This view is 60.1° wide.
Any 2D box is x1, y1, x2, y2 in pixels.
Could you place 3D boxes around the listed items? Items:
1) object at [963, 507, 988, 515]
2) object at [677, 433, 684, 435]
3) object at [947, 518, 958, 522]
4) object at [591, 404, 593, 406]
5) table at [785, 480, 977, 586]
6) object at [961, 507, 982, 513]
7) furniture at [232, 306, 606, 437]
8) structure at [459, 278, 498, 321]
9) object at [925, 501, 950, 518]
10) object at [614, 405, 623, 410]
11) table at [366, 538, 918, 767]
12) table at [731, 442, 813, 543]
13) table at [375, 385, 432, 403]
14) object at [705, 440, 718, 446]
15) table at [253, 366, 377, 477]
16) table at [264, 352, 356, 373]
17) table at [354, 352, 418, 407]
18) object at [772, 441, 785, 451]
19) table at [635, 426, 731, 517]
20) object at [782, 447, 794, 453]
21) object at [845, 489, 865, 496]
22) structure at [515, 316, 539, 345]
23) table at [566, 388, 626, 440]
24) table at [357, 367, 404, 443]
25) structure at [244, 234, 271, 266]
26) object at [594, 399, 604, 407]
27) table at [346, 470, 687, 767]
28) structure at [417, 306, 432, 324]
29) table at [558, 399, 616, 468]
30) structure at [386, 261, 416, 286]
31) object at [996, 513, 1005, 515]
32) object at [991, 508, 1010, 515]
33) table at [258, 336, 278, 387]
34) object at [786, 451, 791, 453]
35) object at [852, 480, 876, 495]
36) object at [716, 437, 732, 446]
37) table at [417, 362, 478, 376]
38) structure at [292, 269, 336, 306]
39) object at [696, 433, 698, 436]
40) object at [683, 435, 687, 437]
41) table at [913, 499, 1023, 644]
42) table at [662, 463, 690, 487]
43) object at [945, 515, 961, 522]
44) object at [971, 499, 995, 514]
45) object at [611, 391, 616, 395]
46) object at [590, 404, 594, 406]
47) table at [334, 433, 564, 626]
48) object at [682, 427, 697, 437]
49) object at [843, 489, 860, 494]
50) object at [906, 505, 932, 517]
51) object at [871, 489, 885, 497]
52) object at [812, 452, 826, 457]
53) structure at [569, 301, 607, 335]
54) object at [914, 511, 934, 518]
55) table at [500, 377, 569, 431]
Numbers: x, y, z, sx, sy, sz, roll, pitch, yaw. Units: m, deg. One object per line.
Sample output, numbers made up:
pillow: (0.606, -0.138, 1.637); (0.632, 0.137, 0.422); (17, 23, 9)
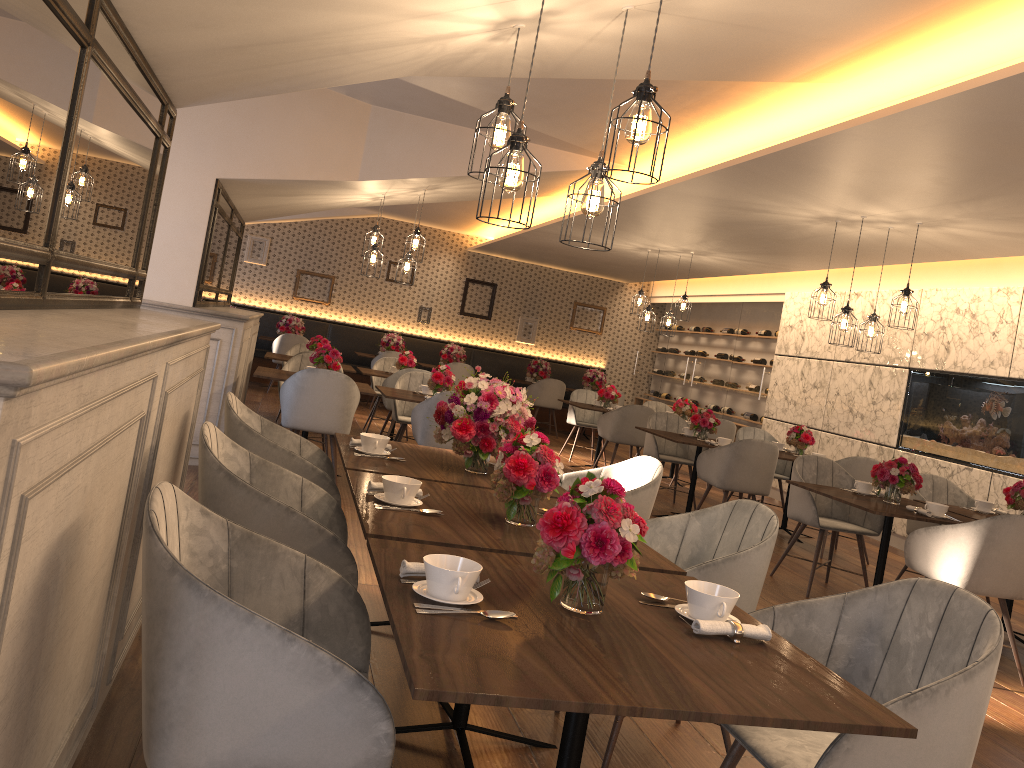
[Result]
object: (3.044, 0.834, 5.806); (0.022, 0.004, 0.211); (10, 3, -14)
object: (1.521, 0.453, 8.084); (0.042, 0.015, 0.198); (10, 3, -18)
object: (2.481, 0.764, 5.092); (0.022, 0.004, 0.211); (10, 3, -14)
object: (0.932, 0.241, 10.491); (0.042, 0.015, 0.198); (10, 3, -18)
table: (2.215, 1.075, 5.310); (0.894, 0.721, 0.899); (10, 1, -14)
object: (3.010, 0.822, 5.804); (0.042, 0.015, 0.198); (10, 3, -18)
furniture: (-1.816, -0.223, 14.128); (7.071, 1.082, 0.542); (10, 0, -14)
structure: (-0.557, -1.405, 14.699); (0.542, 0.633, 0.035); (10, -1, -14)
object: (2.419, 0.720, 5.048); (0.149, 0.072, 0.147); (11, 2, 28)
object: (1.220, 0.288, 9.955); (0.147, 0.072, 0.149); (9, 2, -37)
table: (0.111, 0.847, 1.868); (0.894, 0.721, 0.899); (10, 1, -14)
table: (2.520, 1.010, 8.043); (0.894, 0.721, 0.899); (10, 1, -14)
table: (-0.676, 0.475, 7.092); (0.894, 0.721, 0.899); (10, 1, -14)
object: (1.697, 0.498, 7.520); (0.056, 0.039, 0.176); (10, 2, -14)
table: (-1.593, 0.320, 6.864); (0.894, 0.721, 0.899); (10, 1, -14)
table: (-2.144, 0.122, 9.120); (0.894, 0.721, 0.899); (10, 1, -14)
table: (-1.987, -0.040, 13.434); (0.894, 0.721, 0.899); (10, 1, -14)
object: (2.507, 0.590, 8.349); (0.147, 0.072, 0.149); (9, 2, -37)
table: (1.604, 0.855, 7.814); (0.894, 0.721, 0.899); (10, 1, -14)
object: (2.613, 0.625, 8.377); (0.056, 0.039, 0.176); (10, 2, -14)
object: (2.166, 0.685, 5.586); (0.022, 0.004, 0.211); (10, 3, -14)
structure: (0.258, -0.898, 14.906); (0.339, 0.440, 0.035); (10, -1, -14)
table: (1.198, 0.499, 14.231); (0.894, 0.721, 0.899); (10, 1, -14)
table: (-1.228, 0.277, 9.349); (0.894, 0.721, 0.899); (10, 1, -14)
structure: (-3.978, -2.094, 13.833); (0.339, 0.440, 0.035); (10, -1, -14)
object: (1.041, 0.230, 10.537); (0.147, 0.072, 0.149); (9, 2, -37)
table: (-0.112, 0.767, 2.780); (0.894, 0.721, 0.899); (10, 1, -14)
structure: (-1.430, -1.126, 14.494); (0.215, 0.278, 0.018); (10, -1, -14)
table: (1.015, 0.643, 10.220); (0.894, 0.721, 0.899); (10, 1, -14)
structure: (-1.807, -1.796, 14.383); (0.448, 0.345, 0.016); (10, -1, -14)
object: (3.192, 0.847, 5.860); (0.025, 0.024, 0.193); (10, 2, -14)
object: (3.224, 0.845, 5.877); (0.056, 0.039, 0.176); (10, 2, -14)
table: (-3.340, -0.269, 13.096); (0.894, 0.721, 0.899); (10, 1, -14)
object: (2.581, 0.627, 8.359); (0.025, 0.024, 0.193); (10, 2, -14)
object: (2.241, 0.662, 5.631); (0.149, 0.072, 0.147); (11, 2, 28)
object: (1.808, 0.499, 7.548); (0.147, 0.072, 0.149); (9, 2, -37)
table: (-1.071, 0.115, 13.663); (0.894, 0.721, 0.899); (10, 1, -14)
structure: (-3.145, -1.529, 14.054); (0.599, 0.486, 0.032); (10, -1, -14)
object: (1.735, 0.477, 8.157); (0.056, 0.039, 0.176); (10, 2, -14)
object: (1.555, 0.465, 8.085); (0.022, 0.004, 0.211); (10, 3, -14)
table: (3.132, 1.230, 5.539); (0.894, 0.721, 0.899); (10, 1, -14)
table: (1.931, 0.798, 10.449); (0.894, 0.721, 0.899); (10, 1, -14)
object: (2.518, 0.765, 5.094); (0.042, 0.015, 0.198); (10, 3, -18)
object: (3.118, 0.810, 5.850); (0.149, 0.072, 0.147); (11, 2, 28)
object: (1.154, 0.108, 10.200); (0.077, 0.052, 0.045); (11, 1, 38)
object: (0.967, 0.253, 10.493); (0.022, 0.004, 0.211); (10, 3, -14)
table: (-0.335, 0.686, 3.692); (0.894, 0.721, 0.899); (10, 1, -14)
object: (1.630, 0.442, 8.130); (0.147, 0.072, 0.149); (9, 2, -37)
object: (2.132, 0.673, 5.585); (0.042, 0.015, 0.198); (10, 3, -18)
object: (2.308, 0.718, 5.021); (0.056, 0.039, 0.176); (10, 2, -14)
object: (2.346, 0.697, 5.658); (0.056, 0.039, 0.176); (10, 2, -14)
object: (2.686, 0.648, 7.767); (0.147, 0.072, 0.149); (9, 2, -37)
structure: (1.308, -1.121, 15.156); (0.599, 0.486, 0.032); (10, -1, -14)
object: (2.337, 0.729, 5.038); (0.025, 0.024, 0.193); (10, 2, -14)
table: (0.282, 0.344, 14.002); (0.894, 0.721, 0.899); (10, 1, -14)
